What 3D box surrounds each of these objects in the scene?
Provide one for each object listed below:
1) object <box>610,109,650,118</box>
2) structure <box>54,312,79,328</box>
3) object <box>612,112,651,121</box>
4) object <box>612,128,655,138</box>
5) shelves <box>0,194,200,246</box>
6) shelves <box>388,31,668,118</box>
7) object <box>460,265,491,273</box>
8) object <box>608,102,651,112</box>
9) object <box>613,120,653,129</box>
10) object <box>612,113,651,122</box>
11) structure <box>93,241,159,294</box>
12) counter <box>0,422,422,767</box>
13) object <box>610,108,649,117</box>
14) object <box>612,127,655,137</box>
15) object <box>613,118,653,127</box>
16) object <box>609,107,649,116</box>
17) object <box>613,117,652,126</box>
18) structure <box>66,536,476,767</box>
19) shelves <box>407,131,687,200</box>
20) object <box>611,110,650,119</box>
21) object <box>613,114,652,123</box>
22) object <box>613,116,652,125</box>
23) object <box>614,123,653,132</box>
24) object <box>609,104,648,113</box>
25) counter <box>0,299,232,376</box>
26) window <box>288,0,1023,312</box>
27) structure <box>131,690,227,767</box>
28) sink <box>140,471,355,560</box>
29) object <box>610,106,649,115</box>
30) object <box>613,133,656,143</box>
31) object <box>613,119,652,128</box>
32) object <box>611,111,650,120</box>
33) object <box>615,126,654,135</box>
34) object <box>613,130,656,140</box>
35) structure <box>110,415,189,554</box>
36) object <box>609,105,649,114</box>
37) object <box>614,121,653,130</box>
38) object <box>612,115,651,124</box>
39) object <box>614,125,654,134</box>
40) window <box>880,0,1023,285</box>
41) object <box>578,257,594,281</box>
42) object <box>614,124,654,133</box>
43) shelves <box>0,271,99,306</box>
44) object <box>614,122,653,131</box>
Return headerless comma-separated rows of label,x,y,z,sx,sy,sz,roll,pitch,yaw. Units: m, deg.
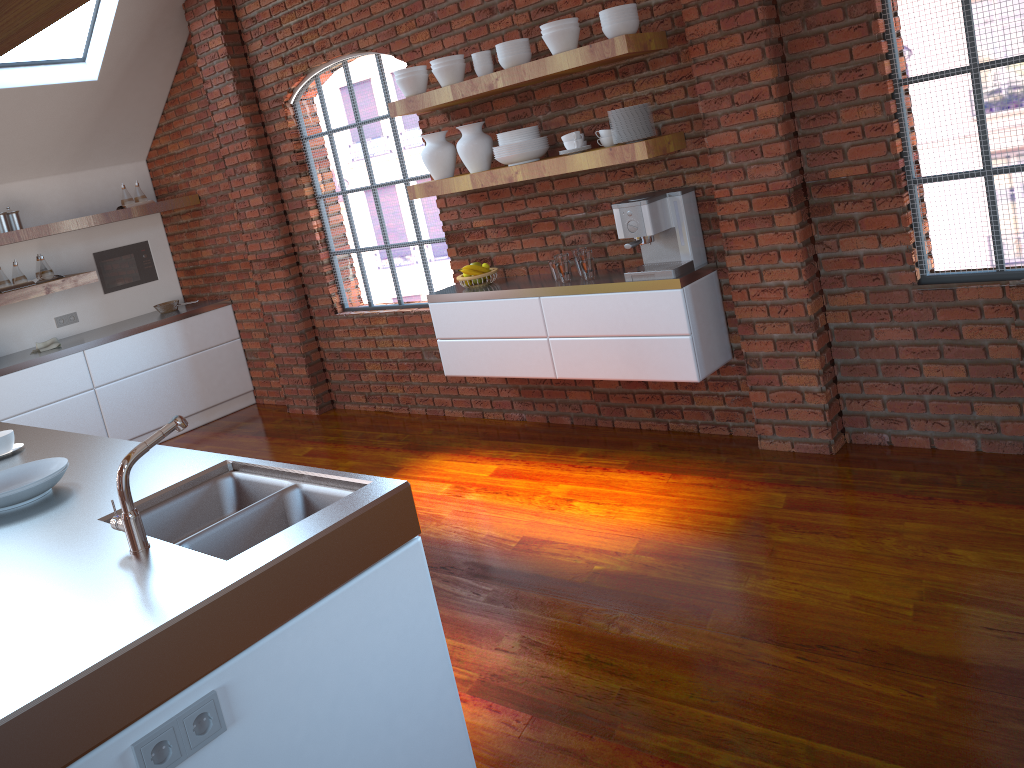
object,0.530,-1.207,3.943,0.198,0.013,0.196,-21,17,-29
structure,-3.372,-0.485,6.653,0.032,0.078,0.164,-4,16,42
object,0.533,-1.193,3.946,0.198,0.013,0.196,-21,17,-29
object,0.549,-1.122,3.956,0.198,0.013,0.196,-21,17,-29
shelves,-3.290,-1.106,6.298,0.653,0.075,2.028,1,20,41
shelves,0.018,-1.508,4.340,1.532,0.075,0.346,2,20,42
object,-0.190,-0.617,4.792,0.185,0.083,0.067,-15,11,-10
object,0.525,-1.233,3.939,0.198,0.013,0.196,-21,17,-29
object,0.541,-1.158,3.951,0.198,0.013,0.196,-21,17,-29
object,0.534,-1.188,3.946,0.198,0.013,0.196,-21,17,-29
structure,-3.073,-0.934,7.019,0.013,0.328,0.468,-5,15,42
counter,-1.706,0.417,2.658,3.136,0.127,1.050,2,20,42
object,0.529,-1.211,3.943,0.198,0.013,0.196,-21,17,-29
object,0.548,-1.127,3.956,0.198,0.013,0.196,-21,17,-29
object,0.539,-1.166,3.950,0.198,0.013,0.196,-21,17,-29
object,0.528,-1.216,3.942,0.198,0.013,0.196,-21,17,-29
object,0.538,-1.171,3.949,0.198,0.013,0.196,-21,17,-29
structure,-1.607,0.846,2.732,3.113,0.751,1.049,1,19,42
shelves,0.112,-1.078,4.406,1.532,0.075,0.346,2,20,42
object,0.531,-1.202,3.944,0.198,0.013,0.196,-21,17,-29
object,0.535,-1.184,3.947,0.198,0.013,0.196,-21,17,-29
object,0.537,-1.175,3.948,0.198,0.013,0.196,-21,17,-29
object,0.544,-1.145,3.953,0.198,0.013,0.196,-21,17,-29
object,0.526,-1.228,3.940,0.198,0.013,0.196,-21,17,-29
counter,-3.094,-0.321,6.401,0.713,0.043,2.035,1,20,41
window,3.067,-1.755,5.107,17.333,9.728,3.725,-4,13,32
structure,-0.593,0.625,1.563,0.032,0.078,0.164,-4,16,42
sink,-0.641,0.398,2.126,0.612,0.196,0.419,1,19,41
object,0.527,-1.219,3.942,0.198,0.013,0.196,-21,17,-29
object,0.553,-1.101,3.960,0.198,0.013,0.196,-21,17,-29
object,0.540,-1.163,3.950,0.198,0.013,0.196,-21,17,-29
object,0.532,-1.197,3.945,0.198,0.013,0.196,-21,17,-29
object,0.547,-1.132,3.955,0.198,0.013,0.196,-21,17,-29
object,0.551,-1.114,3.958,0.198,0.013,0.196,-21,17,-29
structure,-0.808,0.216,1.978,0.099,0.244,0.205,-4,14,42
object,0.526,-1.224,3.941,0.198,0.013,0.196,-21,17,-29
object,0.542,-1.154,3.951,0.198,0.013,0.196,-21,17,-29
object,0.536,-1.180,3.948,0.198,0.013,0.196,-21,17,-29
object,0.546,-1.136,3.954,0.198,0.013,0.196,-21,17,-29
window,1.953,-1.175,3.057,1.264,1.640,0.086,-2,13,42
object,0.368,-0.556,4.274,0.079,0.102,0.078,-20,13,-34
object,0.545,-1.141,3.953,0.198,0.013,0.196,-21,17,-29
shelves,-3.500,-0.588,6.019,0.653,0.075,1.093,1,20,41
object,0.543,-1.149,3.952,0.198,0.013,0.196,-21,17,-29
